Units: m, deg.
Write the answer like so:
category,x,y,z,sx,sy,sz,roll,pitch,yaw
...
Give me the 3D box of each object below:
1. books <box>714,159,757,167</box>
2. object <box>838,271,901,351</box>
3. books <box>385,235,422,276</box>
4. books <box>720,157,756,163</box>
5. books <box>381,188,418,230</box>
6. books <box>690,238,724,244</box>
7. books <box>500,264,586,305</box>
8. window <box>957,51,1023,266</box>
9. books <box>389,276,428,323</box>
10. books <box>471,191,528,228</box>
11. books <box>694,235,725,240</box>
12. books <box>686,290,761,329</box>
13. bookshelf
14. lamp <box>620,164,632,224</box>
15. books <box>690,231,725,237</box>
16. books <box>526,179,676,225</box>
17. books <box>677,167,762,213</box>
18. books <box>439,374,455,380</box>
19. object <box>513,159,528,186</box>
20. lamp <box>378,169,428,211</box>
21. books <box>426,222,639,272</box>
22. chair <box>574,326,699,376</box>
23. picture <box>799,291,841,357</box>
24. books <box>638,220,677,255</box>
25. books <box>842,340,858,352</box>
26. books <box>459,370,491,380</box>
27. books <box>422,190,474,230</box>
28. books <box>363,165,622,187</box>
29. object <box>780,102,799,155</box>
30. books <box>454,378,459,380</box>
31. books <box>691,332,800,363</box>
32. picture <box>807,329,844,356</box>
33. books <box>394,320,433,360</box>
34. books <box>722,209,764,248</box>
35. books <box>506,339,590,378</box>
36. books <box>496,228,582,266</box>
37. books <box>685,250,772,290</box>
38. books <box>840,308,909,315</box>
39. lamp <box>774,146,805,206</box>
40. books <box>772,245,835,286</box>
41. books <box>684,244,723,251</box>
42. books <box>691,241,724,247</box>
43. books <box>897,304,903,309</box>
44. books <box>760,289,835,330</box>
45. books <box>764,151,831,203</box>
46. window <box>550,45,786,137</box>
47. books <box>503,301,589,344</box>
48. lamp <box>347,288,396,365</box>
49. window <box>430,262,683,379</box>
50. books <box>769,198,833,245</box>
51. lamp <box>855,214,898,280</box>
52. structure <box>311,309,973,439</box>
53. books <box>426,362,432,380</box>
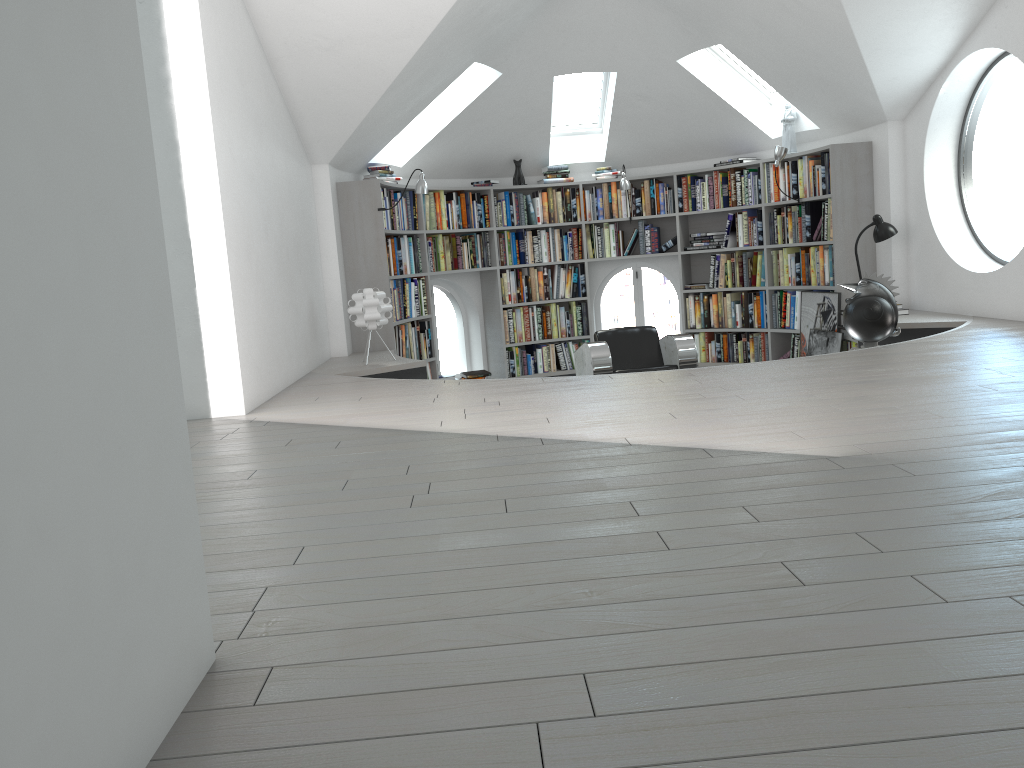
category,x,y,z,sx,sy,sz,roll,pitch,yaw
books,2.156,-2.098,8.445,0.317,0.036,0.336,-11,10,-39
object,2.310,-0.448,5.731,0.320,0.561,0.321,-8,8,-29
books,-1.069,-1.098,7.622,0.303,0.346,1.092,-3,8,14
books,2.153,-2.126,8.442,0.233,0.027,0.248,-9,9,-29
books,-1.091,-1.479,7.559,0.300,0.360,1.037,-3,8,14
books,1.949,-1.413,8.736,0.270,0.031,0.286,-12,11,-41
books,0.281,-1.017,8.987,0.998,0.350,0.298,-7,7,-18
window,3.439,-1.515,5.952,0.104,1.465,1.475,-5,7,-2
books,-1.003,-0.724,7.628,0.260,0.358,1.024,-3,8,15
books,-0.171,-1.717,8.784,0.683,0.345,0.265,-8,8,-25
books,1.947,-1.443,8.733,0.214,0.036,0.227,-12,11,-41
books,2.110,-0.731,8.651,0.872,0.349,0.273,2,9,39
bookshelf,0.789,-0.995,8.240,4.333,1.874,2.116,-5,7,-2
lamp,1.111,-1.853,8.683,0.113,0.565,0.359,-4,7,5
books,1.944,-1.475,8.729,0.269,0.031,0.286,-8,9,-22
books,0.885,-1.836,8.944,1.565,0.366,0.395,-4,7,3
books,2.034,-1.869,8.515,0.969,0.366,0.307,2,10,41
books,-0.687,-0.057,8.544,0.214,0.036,0.227,-8,9,-25
object,0.076,-2.099,8.823,0.147,0.264,0.202,-5,7,-5
lamp,-0.879,-1.556,7.104,0.414,0.311,0.117,-5,7,-5
books,0.104,-1.346,8.750,2.532,0.370,0.592,-8,8,-21
chair,0.974,-0.076,7.061,0.823,0.717,0.743,-6,7,-7
picture,2.611,-0.354,7.540,0.090,0.860,0.580,-6,7,-12
books,1.488,-1.483,8.899,0.399,0.339,0.225,-2,7,18
books,2.760,-0.152,6.793,0.272,0.297,1.151,-3,8,12
books,-0.358,-0.070,8.732,0.318,0.099,0.293,-5,8,0
books,-0.695,-1.626,8.354,0.269,0.372,0.795,1,10,41
books,-0.185,-1.984,8.464,2.820,0.173,0.748,-9,9,-31
object,2.455,-2.262,7.871,0.179,0.471,0.180,-4,7,7
books,-0.685,-0.026,8.548,0.269,0.031,0.286,-8,9,-25
books,2.315,-0.353,8.465,0.360,0.310,1.498,-11,10,-39
picture,2.588,-0.168,7.378,0.107,0.553,0.491,-6,7,-11
books,-1.011,-0.137,7.433,0.390,0.693,1.647,-4,8,8
books,2.274,-1.480,8.397,0.553,0.349,0.256,3,10,44
books,0.338,-0.275,9.066,1.020,0.305,0.288,-7,7,-17
books,0.239,-1.396,8.986,1.029,0.358,0.301,-7,7,-16
books,2.138,-1.105,8.546,0.974,0.351,0.252,2,10,40
books,2.780,-0.552,6.816,0.365,0.042,0.389,-5,8,-2
lamp,2.391,-1.785,7.612,0.275,0.523,0.112,-6,7,-11
books,2.665,-1.035,7.771,0.276,0.346,1.023,-7,8,-17
books,1.954,-1.349,8.743,0.388,0.042,0.367,2,10,38
books,1.952,-1.382,8.739,0.286,0.031,0.270,1,9,33
books,2.777,-0.588,6.812,0.286,0.034,0.305,-6,8,-12
books,2.659,-0.664,7.873,0.304,0.357,1.187,-7,8,-21
books,2.593,-1.796,7.701,0.293,0.361,1.016,-7,8,-19
window,0.648,-2.745,8.047,4.055,0.711,1.939,-5,8,-2
books,0.325,-0.637,9.035,1.032,0.356,0.293,-7,7,-17
lamp,-0.990,-0.412,6.249,0.306,0.523,0.306,-6,7,-13
window,0.273,-0.651,9.116,3.233,1.147,0.618,-7,7,-16
books,2.626,-1.415,7.732,0.279,0.357,1.055,-7,8,-16
lamp,2.783,-0.962,6.766,0.322,0.658,0.234,-3,7,13
structure,0.910,-0.050,6.954,4.711,0.691,4.724,3,11,43
books,-0.963,0.005,7.777,0.282,0.318,0.922,-3,8,16
